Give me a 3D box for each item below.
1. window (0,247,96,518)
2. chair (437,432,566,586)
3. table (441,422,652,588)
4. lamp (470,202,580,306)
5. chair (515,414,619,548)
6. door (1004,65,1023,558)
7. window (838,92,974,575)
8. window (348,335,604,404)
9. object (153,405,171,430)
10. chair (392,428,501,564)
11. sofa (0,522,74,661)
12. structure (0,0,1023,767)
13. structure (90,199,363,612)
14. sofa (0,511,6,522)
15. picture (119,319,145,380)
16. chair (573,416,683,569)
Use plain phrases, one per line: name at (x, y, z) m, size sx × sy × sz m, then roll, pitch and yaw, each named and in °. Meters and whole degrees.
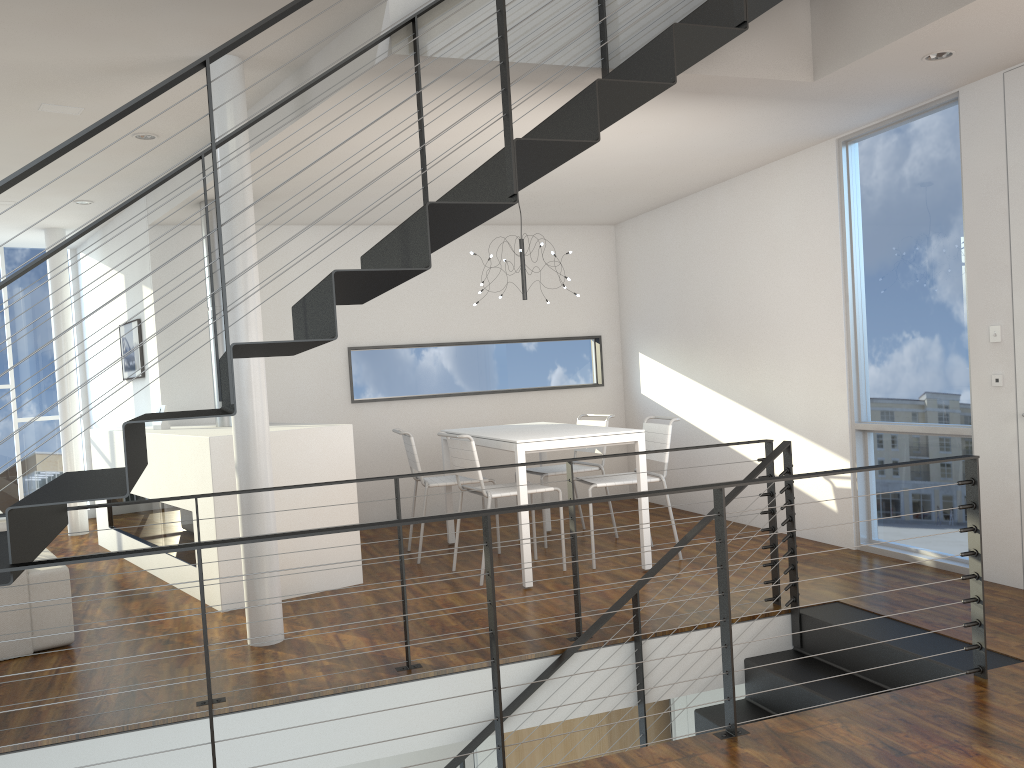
window at (-5.295, -1.489, 6.906) m, size 3.411 × 5.640 × 0.090 m, roll -5°, pitch 2°, yaw -36°
chair at (-0.062, 0.625, 4.732) m, size 0.555 × 0.765 × 0.428 m, roll -4°, pitch 2°, yaw -23°
table at (0.135, 0.623, 5.095) m, size 0.700 × 0.721 × 1.400 m, roll -4°, pitch 1°, yaw -20°
lamp at (0.057, -0.839, 5.109) m, size 0.619 × 0.726 × 0.589 m, roll -3°, pitch 1°, yaw 2°
chair at (0.347, 0.591, 5.586) m, size 0.555 × 0.765 × 0.428 m, roll -4°, pitch 2°, yaw -25°
door at (2.257, -0.215, 3.329) m, size 0.077 × 2.187 × 0.881 m, roll -4°, pitch 2°, yaw -20°
window at (1.983, -0.205, 4.368) m, size 0.115 × 2.214 × 0.835 m, roll -4°, pitch 2°, yaw -20°
window at (-0.251, -0.122, 6.827) m, size 2.023 × 0.408 × 0.165 m, roll -4°, pitch 2°, yaw -20°
object at (-2.193, 0.208, 5.541) m, size 0.100 × 0.151 × 0.061 m, roll -2°, pitch 2°, yaw 41°
chair at (-0.402, 0.639, 5.338) m, size 0.555 × 0.765 × 0.428 m, roll -4°, pitch 2°, yaw -14°
sofa at (-2.768, 0.896, 3.658) m, size 1.609 × 0.566 × 0.802 m, roll -4°, pitch 1°, yaw -35°
structure at (-0.344, 0.571, 2.707) m, size 4.359 × 6.303 × 1.093 m, roll -4°, pitch 2°, yaw -20°
structure at (-1.965, 0.017, 5.532) m, size 0.749 × 2.208 × 2.751 m, roll -5°, pitch 2°, yaw -36°
sofa at (-4.008, 0.954, 5.399) m, size 1.609 × 0.566 × 0.802 m, roll -4°, pitch 1°, yaw -35°
picture at (-2.788, -0.245, 6.493) m, size 0.020 × 0.416 × 0.575 m, roll -5°, pitch 2°, yaw -36°
chair at (0.631, 0.581, 4.915) m, size 0.555 × 0.765 × 0.428 m, roll -4°, pitch 2°, yaw -13°
